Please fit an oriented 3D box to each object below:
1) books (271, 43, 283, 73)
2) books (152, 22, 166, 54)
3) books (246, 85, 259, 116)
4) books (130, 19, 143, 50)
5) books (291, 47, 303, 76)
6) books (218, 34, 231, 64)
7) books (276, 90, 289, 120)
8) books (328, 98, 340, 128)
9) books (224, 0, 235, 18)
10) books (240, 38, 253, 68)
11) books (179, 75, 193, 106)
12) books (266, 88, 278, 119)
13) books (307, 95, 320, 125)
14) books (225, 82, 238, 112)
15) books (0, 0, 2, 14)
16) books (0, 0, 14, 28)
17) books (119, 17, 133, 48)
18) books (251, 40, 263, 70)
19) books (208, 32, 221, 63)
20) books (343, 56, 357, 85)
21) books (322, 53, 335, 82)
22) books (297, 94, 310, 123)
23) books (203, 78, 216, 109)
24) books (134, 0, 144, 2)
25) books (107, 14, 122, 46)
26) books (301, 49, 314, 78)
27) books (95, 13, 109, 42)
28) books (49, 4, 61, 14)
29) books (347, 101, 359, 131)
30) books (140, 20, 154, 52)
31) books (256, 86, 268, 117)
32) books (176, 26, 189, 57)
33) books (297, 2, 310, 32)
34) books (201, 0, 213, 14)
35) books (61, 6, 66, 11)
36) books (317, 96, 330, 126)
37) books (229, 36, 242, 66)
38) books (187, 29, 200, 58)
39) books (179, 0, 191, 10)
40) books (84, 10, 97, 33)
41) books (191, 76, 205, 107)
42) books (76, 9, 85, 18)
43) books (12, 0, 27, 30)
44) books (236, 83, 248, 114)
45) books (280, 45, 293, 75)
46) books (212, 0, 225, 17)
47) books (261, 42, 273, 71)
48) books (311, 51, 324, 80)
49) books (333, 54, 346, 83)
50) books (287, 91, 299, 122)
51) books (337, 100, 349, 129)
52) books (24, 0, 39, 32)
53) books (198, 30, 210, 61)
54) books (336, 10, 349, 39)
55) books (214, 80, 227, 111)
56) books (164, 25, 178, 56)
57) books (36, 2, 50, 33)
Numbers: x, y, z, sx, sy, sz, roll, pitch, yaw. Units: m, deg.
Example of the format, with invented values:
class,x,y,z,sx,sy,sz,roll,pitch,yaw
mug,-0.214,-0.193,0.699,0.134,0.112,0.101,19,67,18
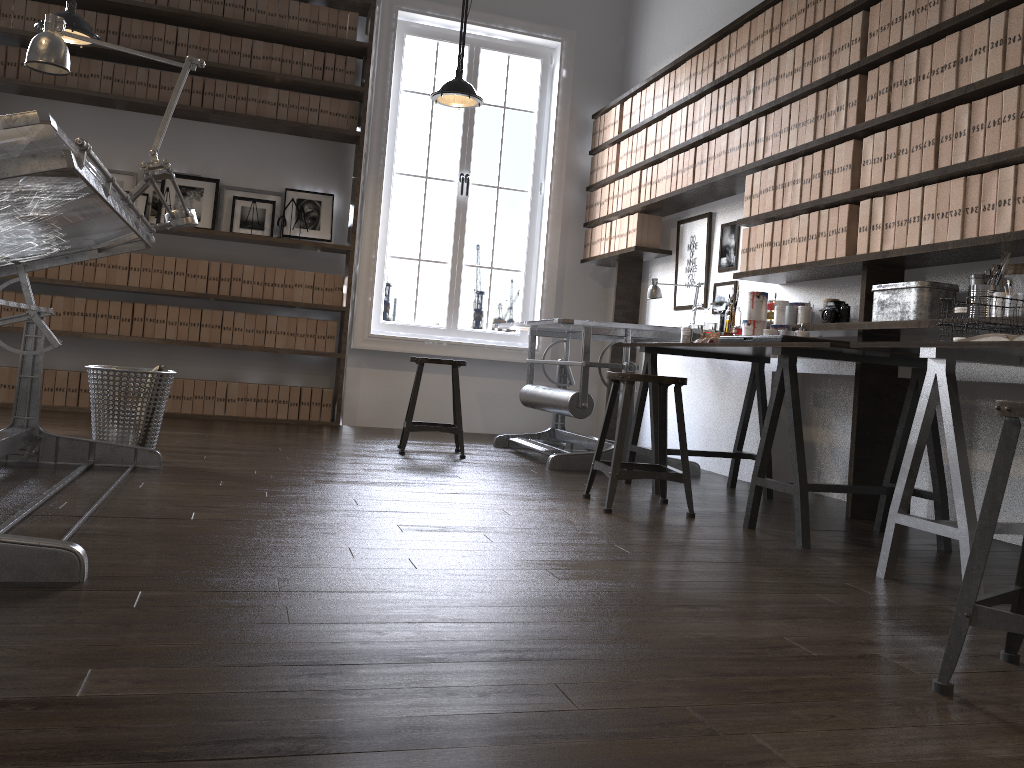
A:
class,x,y,z,sx,sy,sz,roll,pitch,yaw
books,-1.643,-2.232,6.171,0.067,0.226,0.174,5,-1,-17
books,-2.369,-2.286,5.953,0.066,0.226,0.174,5,-1,-17
books,-1.797,-1.930,6.122,0.067,0.226,0.174,5,-1,-17
books,-2.500,-2.296,5.918,0.066,0.226,0.174,5,-1,-17
books,-1.513,-2.222,6.216,0.066,0.226,0.174,5,-1,-17
books,-1.972,-2.256,6.080,0.066,0.226,0.174,5,-1,-17
books,-1.604,-1.916,6.181,0.067,0.226,0.174,5,-1,-17
books,-1.271,-1.891,6.280,0.067,0.226,0.174,5,-1,-17
books,-1.938,-2.574,6.090,0.066,0.226,0.174,5,-1,-17
books,-1.836,-2.246,6.114,0.067,0.226,0.174,5,-1,-17
books,-2.208,-1.961,6.006,0.066,0.226,0.174,5,-1,-17
books,-1.674,-1.921,6.162,0.066,0.226,0.174,5,-1,-17
books,-1.404,-1.901,6.243,0.066,0.226,0.174,5,-1,-17
books,-1.930,-1.940,6.088,0.066,0.226,0.174,5,-1,-17
books,-3.299,-2.355,5.681,0.066,0.226,0.174,5,-1,-17
books,-3.232,-2.350,5.700,0.066,0.226,0.174,5,-1,-17
books,-2.563,-2.300,5.902,0.066,0.226,0.174,5,-1,-17
books,-1.768,-2.241,6.137,0.066,0.226,0.174,5,-1,-17
books,-2.036,-2.261,6.053,0.067,0.226,0.174,5,-1,-17
books,-1.162,-2.196,6.320,0.066,0.226,0.174,5,-1,-17
books,-1.304,-2.207,6.274,0.067,0.226,0.174,5,-1,-17
books,-1.472,-1.906,6.227,0.066,0.226,0.174,5,-1,-17
books,-2.066,-1.950,6.048,0.066,0.226,0.174,5,-1,-17
books,-2.484,-2.614,5.923,0.066,0.226,0.174,5,-1,-17
books,-2.632,-2.305,5.875,0.067,0.226,0.174,5,-1,-17
books,-1.444,-2.217,6.233,0.066,0.226,0.174,5,-1,-17
books,-2.705,-2.311,5.859,0.066,0.226,0.174,5,-1,-17
books,-2.971,-2.331,5.773,0.067,0.226,0.174,5,-1,-17
books,-1.145,-1.882,6.323,0.066,0.226,0.174,5,-1,-17
books,-2.438,-2.291,5.932,0.067,0.226,0.174,5,-1,-17
books,-1.734,-1.926,6.146,0.066,0.226,0.174,5,-1,-17
books,-2.229,-2.275,5.996,0.067,0.226,0.174,5,-1,-17
books,-1.470,-2.539,6.229,0.066,0.226,0.174,5,-1,-17
books,-2.077,-2.584,6.051,0.066,0.226,0.174,5,-1,-17
books,-2.908,-2.326,5.798,0.066,0.226,0.174,5,-1,-17
books,-1.334,-1.896,6.261,0.066,0.226,0.174,5,-1,-17
books,-1.904,-2.251,6.098,0.066,0.226,0.174,5,-1,-17
books,-2.161,-2.270,6.019,0.066,0.226,0.174,5,-1,-17
books,-2.210,-2.594,6.003,0.066,0.226,0.174,5,-1,-17
books,-2.772,-2.316,5.834,0.066,0.226,0.174,5,-1,-17
books,-2.136,-1.955,6.021,0.067,0.226,0.174,5,-1,-17
books,-2.840,-2.321,5.818,0.066,0.226,0.174,5,-1,-17
books,-3.164,-2.345,5.716,0.067,0.226,0.174,5,-1,-17
books,-1.863,-1.935,6.109,0.066,0.226,0.174,5,-1,-17
books,-1.580,-2.227,6.196,0.066,0.226,0.174,5,-1,-17
books,-2.010,-2.579,6.069,0.066,0.226,0.174,5,-1,-17
books,-1.708,-2.237,6.156,0.066,0.226,0.174,5,-1,-17
books,-1.377,-2.212,6.258,0.066,0.226,0.174,5,-1,-17
books,-1.235,-2.202,6.300,0.066,0.226,0.174,5,-1,-17
books,-1.538,-1.911,6.205,0.066,0.226,0.174,5,-1,-17
books,-1.212,-1.887,6.302,0.066,0.226,0.174,5,-1,-17
books,-3.095,-2.340,5.738,0.066,0.226,0.174,5,-1,-17
books,-2.101,-2.266,6.039,0.066,0.226,0.174,5,-1,-17
books,-1.215,-2.520,6.308,0.066,0.226,0.174,5,-1,-17
books,-1.997,-1.945,6.064,0.066,0.226,0.174,5,-1,-17
books,-2.301,-2.281,5.977,0.066,0.226,0.174,5,-1,-17
books,-3.036,-2.336,5.758,0.066,0.226,0.174,5,-1,-17
